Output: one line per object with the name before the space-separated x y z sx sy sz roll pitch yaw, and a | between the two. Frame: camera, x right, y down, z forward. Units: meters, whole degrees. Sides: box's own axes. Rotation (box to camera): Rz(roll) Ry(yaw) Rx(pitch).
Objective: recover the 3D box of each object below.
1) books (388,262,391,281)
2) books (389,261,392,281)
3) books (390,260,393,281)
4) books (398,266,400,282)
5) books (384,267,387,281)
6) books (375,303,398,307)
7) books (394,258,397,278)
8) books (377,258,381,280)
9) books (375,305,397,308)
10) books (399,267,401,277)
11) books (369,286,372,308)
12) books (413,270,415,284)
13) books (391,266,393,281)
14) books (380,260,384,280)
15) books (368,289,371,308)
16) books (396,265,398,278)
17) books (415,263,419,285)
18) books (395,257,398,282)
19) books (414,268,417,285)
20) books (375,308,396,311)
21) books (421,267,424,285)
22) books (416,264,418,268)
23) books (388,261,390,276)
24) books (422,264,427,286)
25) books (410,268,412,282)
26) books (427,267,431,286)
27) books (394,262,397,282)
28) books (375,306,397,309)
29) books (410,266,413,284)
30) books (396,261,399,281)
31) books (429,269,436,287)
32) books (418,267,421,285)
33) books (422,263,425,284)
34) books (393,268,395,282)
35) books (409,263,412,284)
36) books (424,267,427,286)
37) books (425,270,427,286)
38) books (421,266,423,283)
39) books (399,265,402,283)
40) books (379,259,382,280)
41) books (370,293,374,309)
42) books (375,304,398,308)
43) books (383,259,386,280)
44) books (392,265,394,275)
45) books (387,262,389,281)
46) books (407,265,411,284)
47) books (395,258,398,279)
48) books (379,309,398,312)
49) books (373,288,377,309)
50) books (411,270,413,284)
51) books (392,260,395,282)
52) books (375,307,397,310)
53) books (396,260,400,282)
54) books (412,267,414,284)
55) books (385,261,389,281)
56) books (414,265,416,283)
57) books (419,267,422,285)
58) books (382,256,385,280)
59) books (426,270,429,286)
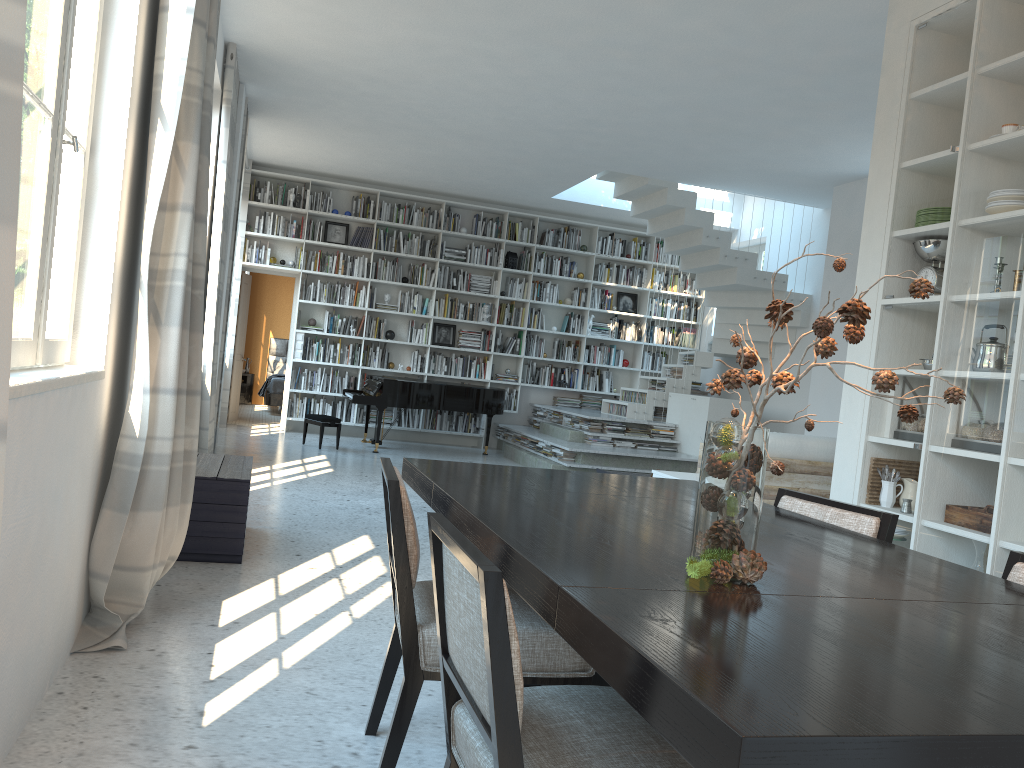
books | -1.581 -1.429 11.353 0.011 0.256 0.152 6 1 -16
books | -1.567 -1.429 11.340 0.009 0.261 0.180 6 1 -16
books | -1.558 -1.438 11.348 0.011 0.279 0.169 6 1 -16
books | -1.463 -1.397 11.397 0.012 0.218 0.151 6 1 -16
books | -1.632 -1.399 11.340 0.029 0.187 0.149 6 1 -16
books | -1.612 -1.012 11.365 0.285 0.012 0.159 6 1 -20
books | -1.509 -1.454 11.373 0.004 0.321 0.153 6 2 -16
books | -1.705 -1.454 11.310 0.026 0.279 0.150 6 1 -16
books | -1.616 -0.989 11.368 0.254 0.012 0.160 6 1 -19
books | -1.455 -1.392 11.397 0.004 0.209 0.132 6 1 -16
books | -1.812 -1.104 11.327 0.011 0.298 0.135 6 2 -16
books | -1.275 -1.369 11.441 0.011 0.200 0.162 6 1 -16
books | -1.550 -1.402 11.345 0.011 0.209 0.181 6 1 -16
books | -1.671 -1.441 11.318 0.024 0.262 0.177 6 1 -16
books | -1.826 -1.085 11.306 0.024 0.257 0.133 6 1 -16
books | -1.487 -1.444 11.381 0.005 0.305 0.162 6 1 -16
books | -1.233 -1.409 11.460 0.033 0.287 0.155 6 1 -16
books | -1.491 -1.457 11.380 0.005 0.331 0.161 6 2 -16
books | -1.251 -1.375 11.423 0.006 0.216 0.181 6 1 -16
books | -1.621 -0.952 11.376 0.254 0.012 0.160 6 1 -16
books | -1.169 -1.385 11.461 0.006 0.253 0.180 6 1 -16
books | -1.248 -1.404 11.444 0.005 0.275 0.157 6 1 -16
books | -1.591 -1.433 11.350 0.010 0.262 0.169 6 1 -16
books | -1.146 -1.397 11.466 0.022 0.285 0.190 6 1 -16
books | -1.315 -1.393 11.440 0.005 0.239 0.145 6 1 -16
books | -1.083 -1.377 11.486 0.022 0.257 0.155 6 1 -16
books | -1.504 -1.423 11.368 0.010 0.262 0.158 6 1 -16
books | -1.616 -0.976 11.365 0.254 0.012 0.160 6 1 -21
books | -1.304 -1.392 11.418 0.005 0.240 0.173 6 1 -16
books | -1.483 -1.433 11.380 0.004 0.284 0.166 6 1 -16
books | -1.037 -1.361 11.477 0.064 0.237 0.208 6 1 -16
books | -1.204 -1.383 11.434 0.013 0.244 0.188 6 1 -16
books | -1.161 -1.409 11.465 0.006 0.304 0.165 6 1 -16
books | -1.526 -1.404 11.384 0.012 0.217 0.133 6 1 -16
books | -1.321 -1.413 11.440 0.012 0.276 0.129 6 2 -16
books | -1.134 -1.382 11.477 0.010 0.257 0.140 6 1 -16
books | -1.126 -1.367 11.484 0.011 0.229 0.165 6 1 -16
books | -1.175 -1.392 11.466 0.004 0.265 0.141 6 1 -16
books | -1.436 -1.401 11.394 0.031 0.232 0.147 6 1 -16
books | -1.687 -1.450 11.312 0.012 0.276 0.157 6 1 -16
books | -1.792 -1.057 11.324 0.034 0.210 0.136 6 1 -16
books | -1.615 -1.001 11.370 0.285 0.012 0.159 6 1 -14
books | -1.641 -1.449 11.316 0.010 0.283 0.183 6 1 -16
books | -1.545 -1.410 11.372 0.011 0.226 0.129 6 1 -16
books | -1.596 -1.428 11.324 0.012 0.251 0.183 6 1 -16
books | -1.329 -1.402 11.431 0.005 0.254 0.160 6 1 -16
books | -1.497 -1.450 11.382 0.005 0.316 0.157 6 2 -16
books | -1.622 -0.940 11.372 0.285 0.012 0.159 6 1 -18
books | -1.761 -1.088 11.325 0.021 0.278 0.136 6 2 -16
books | -1.301 -1.380 11.437 0.013 0.216 0.149 6 1 -16
books | -1.526 -1.441 11.355 0.011 0.291 0.176 6 1 -16
books | -1.618 -0.964 11.367 0.254 0.012 0.160 6 1 -20
books | -1.471 -1.432 11.364 0.011 0.287 0.188 6 1 -16
books | -1.284 -1.388 11.414 0.005 0.236 0.178 6 1 -16
books | -1.605 -1.434 11.320 0.009 0.263 0.189 6 1 -16
books | -1.264 -1.402 11.451 0.009 0.267 0.149 6 1 -16
books | -1.186 -1.387 11.464 0.017 0.253 0.139 6 1 -16
books | -1.655 -1.467 11.334 0.011 0.317 0.154 6 2 -16
books | -1.110 -1.359 11.489 0.024 0.216 0.142 6 1 -16
